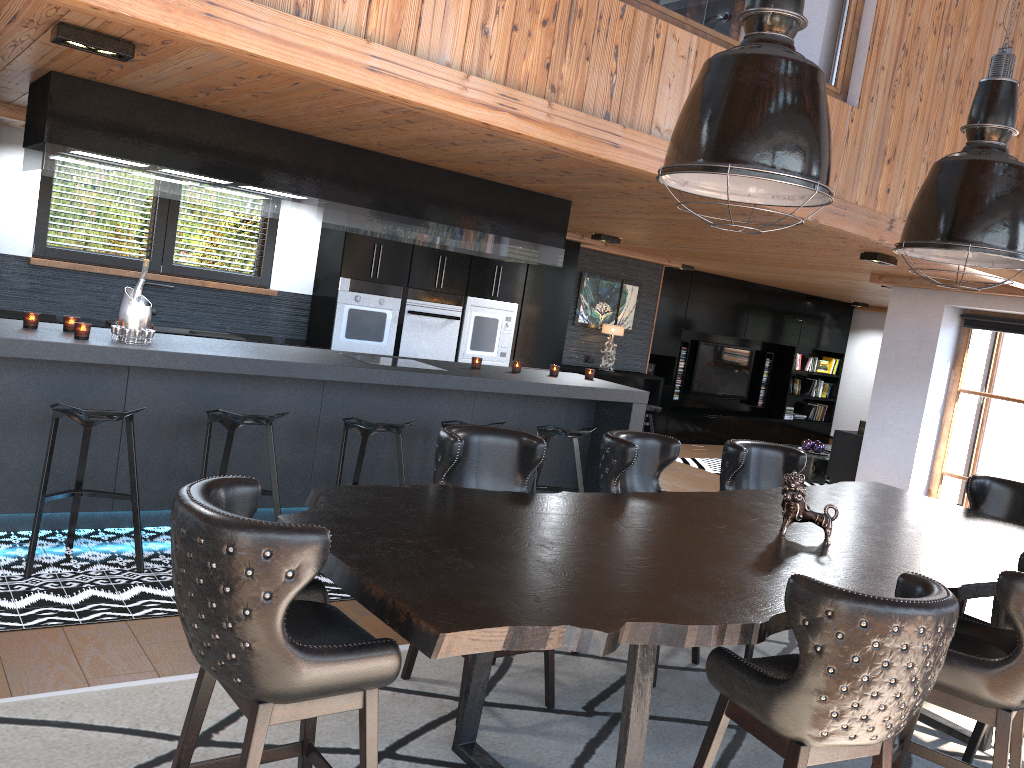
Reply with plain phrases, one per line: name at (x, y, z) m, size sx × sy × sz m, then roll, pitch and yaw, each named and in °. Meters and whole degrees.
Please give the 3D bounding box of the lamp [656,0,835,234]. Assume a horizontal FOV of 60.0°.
lamp at (1.157, -2.853, 2.960) m, size 0.620 × 4.678 × 0.624 m, roll 10°, pitch 5°, yaw 8°

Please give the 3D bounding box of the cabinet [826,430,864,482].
cabinet at (3.589, 0.734, 8.794) m, size 0.965 × 0.467 × 0.354 m, roll 5°, pitch 7°, yaw -37°

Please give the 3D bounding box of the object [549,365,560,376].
object at (0.330, -0.104, 6.891) m, size 0.079 × 0.081 × 0.079 m, roll 10°, pitch 5°, yaw 8°

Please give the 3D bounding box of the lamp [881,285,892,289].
lamp at (3.855, -0.985, 8.914) m, size 0.264 × 0.068 × 0.154 m, roll 5°, pitch 7°, yaw -37°

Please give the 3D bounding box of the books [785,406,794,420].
books at (4.256, 0.442, 13.934) m, size 0.305 × 0.187 × 0.257 m, roll 6°, pitch 6°, yaw -30°

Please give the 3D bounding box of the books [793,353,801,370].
books at (4.347, -0.368, 13.784) m, size 0.243 × 0.270 × 0.206 m, roll 5°, pitch 6°, yaw -37°

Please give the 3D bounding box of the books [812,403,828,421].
books at (4.992, 0.461, 14.510) m, size 0.254 × 0.261 × 0.210 m, roll 5°, pitch 6°, yaw -37°

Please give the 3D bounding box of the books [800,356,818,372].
books at (4.688, -0.328, 14.122) m, size 0.287 × 0.232 × 0.181 m, roll 5°, pitch 6°, yaw -34°

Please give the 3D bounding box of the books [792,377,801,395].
books at (4.432, 0.023, 13.987) m, size 0.239 × 0.270 × 0.208 m, roll 5°, pitch 6°, yaw -37°

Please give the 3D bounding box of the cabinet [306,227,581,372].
cabinet at (-2.182, -0.595, 7.359) m, size 6.501 × 2.377 × 0.538 m, roll 5°, pitch 6°, yaw -37°

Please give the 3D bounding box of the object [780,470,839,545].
object at (1.140, 0.472, 3.402) m, size 0.220 × 0.253 × 0.117 m, roll 10°, pitch 5°, yaw 15°

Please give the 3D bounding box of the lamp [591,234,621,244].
lamp at (0.917, -1.422, 8.639) m, size 0.264 × 0.068 × 0.154 m, roll 5°, pitch 7°, yaw -37°

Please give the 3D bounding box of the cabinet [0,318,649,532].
cabinet at (-1.209, 0.371, 5.733) m, size 4.854 × 1.102 × 0.880 m, roll 5°, pitch 7°, yaw -37°

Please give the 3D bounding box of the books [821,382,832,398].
books at (5.041, 0.091, 14.454) m, size 0.293 × 0.238 × 0.187 m, roll 5°, pitch 7°, yaw -38°

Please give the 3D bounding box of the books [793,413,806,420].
books at (4.529, 0.519, 14.163) m, size 0.268 × 0.073 × 0.208 m, roll 5°, pitch 7°, yaw -34°

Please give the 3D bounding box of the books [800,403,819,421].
books at (4.824, 0.451, 14.382) m, size 0.247 × 0.255 × 0.205 m, roll 5°, pitch 7°, yaw -38°

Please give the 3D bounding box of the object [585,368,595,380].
object at (0.624, -0.081, 7.116) m, size 0.079 × 0.081 × 0.079 m, roll 10°, pitch 5°, yaw 8°

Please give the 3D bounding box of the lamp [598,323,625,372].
lamp at (1.099, -0.405, 9.924) m, size 0.250 × 0.515 × 0.245 m, roll 6°, pitch 6°, yaw -34°

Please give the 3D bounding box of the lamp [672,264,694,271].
lamp at (2.165, -1.485, 11.220) m, size 0.264 × 0.068 × 0.154 m, roll 5°, pitch 7°, yaw -37°

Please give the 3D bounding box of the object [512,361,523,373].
object at (0.036, -0.128, 6.667) m, size 0.079 × 0.081 × 0.079 m, roll 10°, pitch 5°, yaw 8°

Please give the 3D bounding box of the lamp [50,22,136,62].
lamp at (-1.549, -1.270, 3.279) m, size 0.264 × 0.068 × 0.154 m, roll 5°, pitch 7°, yaw -37°

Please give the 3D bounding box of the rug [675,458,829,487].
rug at (3.542, 1.134, 11.135) m, size 2.933 × 0.020 × 1.646 m, roll 5°, pitch 7°, yaw -37°

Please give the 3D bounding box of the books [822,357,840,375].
books at (5.162, -0.298, 14.411) m, size 0.212 × 0.261 × 0.210 m, roll 5°, pitch 6°, yaw -37°

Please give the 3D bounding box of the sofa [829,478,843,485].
sofa at (4.840, 0.952, 10.925) m, size 3.123 × 0.817 × 2.068 m, roll 5°, pitch 7°, yaw -37°

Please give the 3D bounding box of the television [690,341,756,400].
television at (3.091, -0.174, 13.010) m, size 1.266 × 0.812 × 0.050 m, roll 5°, pitch 6°, yaw -37°

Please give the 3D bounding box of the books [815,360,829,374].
books at (4.935, -0.290, 14.273) m, size 0.299 × 0.197 × 0.258 m, roll 5°, pitch 7°, yaw -34°

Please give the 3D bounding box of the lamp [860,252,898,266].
lamp at (2.697, -0.925, 6.513) m, size 0.264 × 0.068 × 0.154 m, roll 5°, pitch 7°, yaw -37°

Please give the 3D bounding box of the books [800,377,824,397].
books at (4.793, 0.042, 14.243) m, size 0.349 × 0.296 × 0.220 m, roll 5°, pitch 6°, yaw -37°

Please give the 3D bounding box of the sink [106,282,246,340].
sink at (-2.641, -0.554, 7.012) m, size 0.973 × 0.420 × 0.458 m, roll 5°, pitch 7°, yaw -37°

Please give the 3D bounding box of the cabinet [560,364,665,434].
cabinet at (0.906, 0.337, 9.927) m, size 1.643 × 1.008 × 0.425 m, roll 5°, pitch 6°, yaw -37°

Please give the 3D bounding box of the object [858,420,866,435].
object at (3.393, 0.422, 8.543) m, size 0.107 × 0.134 × 0.098 m, roll 14°, pitch 7°, yaw 43°

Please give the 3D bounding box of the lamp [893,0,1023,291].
lamp at (2.435, -2.750, 3.934) m, size 0.620 × 4.678 × 0.624 m, roll 10°, pitch 5°, yaw 8°

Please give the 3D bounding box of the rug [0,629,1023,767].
rug at (0.584, 1.450, 3.394) m, size 5.694 × 0.047 × 2.527 m, roll 5°, pitch 7°, yaw -37°

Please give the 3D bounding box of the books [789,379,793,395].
books at (4.260, 0.013, 13.857) m, size 0.239 × 0.270 × 0.208 m, roll 5°, pitch 6°, yaw -37°

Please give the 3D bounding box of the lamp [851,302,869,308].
lamp at (5.363, -1.226, 13.656) m, size 0.264 × 0.068 × 0.154 m, roll 5°, pitch 7°, yaw -37°
